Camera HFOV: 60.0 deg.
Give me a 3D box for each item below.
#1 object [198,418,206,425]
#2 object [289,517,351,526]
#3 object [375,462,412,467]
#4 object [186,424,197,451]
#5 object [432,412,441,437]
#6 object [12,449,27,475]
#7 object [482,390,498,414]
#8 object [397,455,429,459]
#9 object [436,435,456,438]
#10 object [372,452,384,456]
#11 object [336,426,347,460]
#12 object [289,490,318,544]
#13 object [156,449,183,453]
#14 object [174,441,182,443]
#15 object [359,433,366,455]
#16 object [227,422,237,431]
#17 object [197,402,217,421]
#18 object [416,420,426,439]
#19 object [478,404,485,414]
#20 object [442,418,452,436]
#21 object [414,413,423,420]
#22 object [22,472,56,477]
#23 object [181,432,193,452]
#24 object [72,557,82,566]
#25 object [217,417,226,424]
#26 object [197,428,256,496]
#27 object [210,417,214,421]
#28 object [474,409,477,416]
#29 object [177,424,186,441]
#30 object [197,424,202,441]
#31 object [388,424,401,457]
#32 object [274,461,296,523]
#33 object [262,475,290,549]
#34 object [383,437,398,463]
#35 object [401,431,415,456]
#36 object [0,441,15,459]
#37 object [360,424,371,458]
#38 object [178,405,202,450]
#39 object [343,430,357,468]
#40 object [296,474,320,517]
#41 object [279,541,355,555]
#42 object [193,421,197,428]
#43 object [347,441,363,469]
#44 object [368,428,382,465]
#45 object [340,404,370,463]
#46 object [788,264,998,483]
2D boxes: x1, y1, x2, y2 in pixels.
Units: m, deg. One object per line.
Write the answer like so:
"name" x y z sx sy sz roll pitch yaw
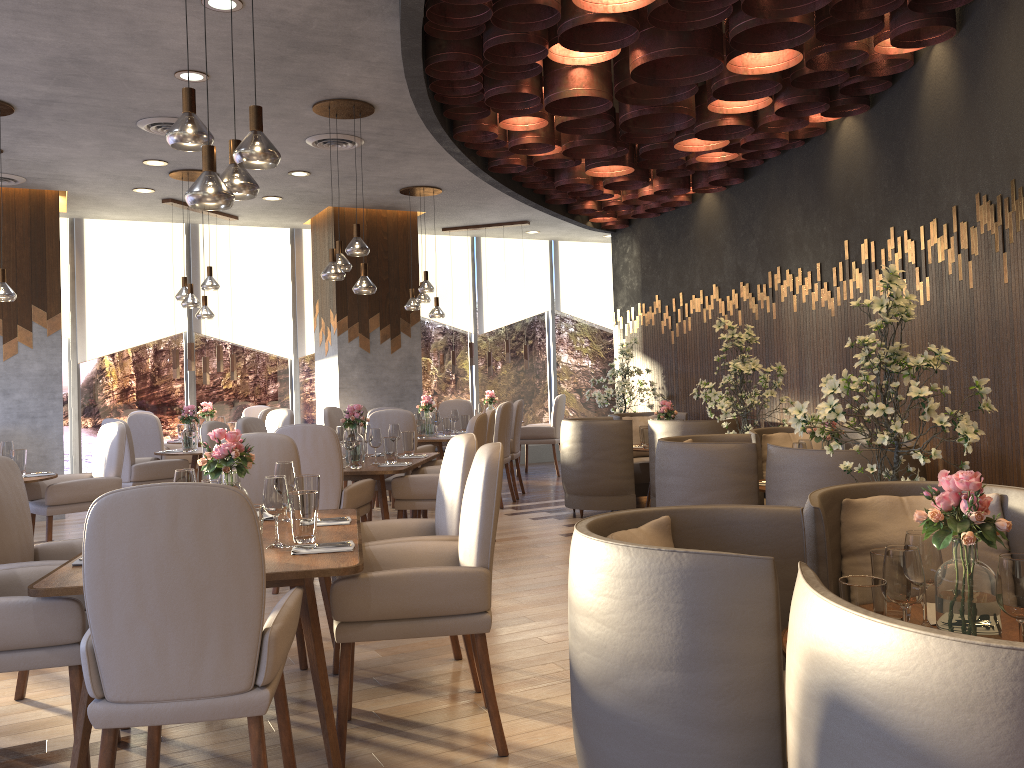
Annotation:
"object" -3.325 0.487 9.525 0.092 0.245 0.092 -3 -2 37
"object" -0.776 0.551 3.565 0.255 0.019 0.157 -2 0 -10
"object" -0.803 0.536 5.933 0.255 0.019 0.157 -2 0 7
"object" -2.891 0.483 8.001 0.092 0.245 0.092 -1 -1 -33
"object" -0.755 0.401 8.843 0.092 0.245 0.092 -1 -1 -31
"object" -3.440 0.546 6.184 0.102 0.178 0.102 -2 -1 -6
"object" -0.269 0.287 11.238 0.210 0.416 0.198 -3 -1 40
"object" -0.747 0.530 6.504 0.255 0.019 0.157 -2 0 7
"object" -0.646 0.511 8.711 0.255 0.019 0.157 -2 0 17
"object" -0.988 0.536 6.775 0.157 0.019 0.255 -2 0 4
"object" -1.255 0.434 6.537 0.092 0.245 0.092 -3 -1 25
"object" -0.741 0.473 3.153 0.102 0.178 0.102 -2 -1 6
"object" -3.045 0.601 7.945 0.157 0.019 0.255 -2 0 37
"object" -3.451 0.604 9.418 0.157 0.019 0.255 -2 0 17
"object" -1.152 0.462 6.737 0.102 0.178 0.102 -2 -1 20
"object" -3.069 0.510 9.722 0.102 0.178 0.102 -1 -1 -24
"object" -3.334 0.401 9.704 0.210 0.416 0.197 -2 -1 -15
"object" -0.888 0.440 8.633 0.102 0.178 0.102 -3 -1 44
"object" -0.391 0.375 11.344 0.092 0.245 0.092 -2 -1 -5
"object" -0.651 0.431 8.880 0.102 0.178 0.102 -1 -1 -37
"object" -0.924 0.408 8.737 0.092 0.245 0.092 -1 -1 -25
"object" -3.293 0.622 6.099 0.255 0.019 0.157 -2 1 -43
"object" -2.891 0.516 7.891 0.102 0.178 0.102 -3 -1 43
"object" -1.313 0.573 2.949 0.255 0.019 0.157 -2 0 -11
"object" -3.175 0.481 9.690 0.092 0.245 0.092 -2 -1 22
"object" -1.046 0.367 3.268 0.210 0.416 0.197 -2 -1 -15
"object" -3.349 0.486 9.837 0.092 0.245 0.092 -2 -1 -19
"object" -0.492 0.412 11.303 0.102 0.178 0.102 -2 -1 21
"object" -3.578 0.528 9.619 0.102 0.178 0.102 -2 -1 11
"object" -3.287 0.519 9.421 0.102 0.178 0.102 -3 -1 43
"object" -0.875 0.421 6.617 0.092 0.245 0.092 -1 -2 -41
"object" -0.931 0.443 3.637 0.092 0.245 0.092 -2 -1 -7
"object" -0.817 0.443 3.075 0.092 0.245 0.092 -3 -1 32
"object" -0.835 0.456 6.099 0.102 0.178 0.102 -2 -1 23
"object" -0.779 0.450 6.670 0.102 0.178 0.102 -1 -1 -27
"object" -3.461 0.515 6.077 0.092 0.245 0.092 -3 -1 28
"object" -1.093 0.428 6.647 0.092 0.245 0.092 -3 -1 29
"object" -2.973 0.399 8.166 0.210 0.416 0.198 -2 -1 20
"object" -1.081 0.432 5.914 0.092 0.245 0.092 -2 -1 -12
"object" -0.854 0.473 3.715 0.102 0.178 0.102 -3 -1 36
"object" -0.662 0.551 3.003 0.255 0.019 0.157 -2 0 -10
"object" -3.477 0.491 9.660 0.092 0.245 0.092 -3 -2 41
"object" -1.028 0.464 5.817 0.102 0.178 0.102 -2 -1 14
"object" -0.931 0.427 6.046 0.092 0.245 0.092 -1 -2 -35
"object" -1.118 0.349 6.290 0.210 0.416 0.198 -2 -1 20
"object" 1.531 0.340 3.556 0.746 1.618 0.788 -3 -1 39
